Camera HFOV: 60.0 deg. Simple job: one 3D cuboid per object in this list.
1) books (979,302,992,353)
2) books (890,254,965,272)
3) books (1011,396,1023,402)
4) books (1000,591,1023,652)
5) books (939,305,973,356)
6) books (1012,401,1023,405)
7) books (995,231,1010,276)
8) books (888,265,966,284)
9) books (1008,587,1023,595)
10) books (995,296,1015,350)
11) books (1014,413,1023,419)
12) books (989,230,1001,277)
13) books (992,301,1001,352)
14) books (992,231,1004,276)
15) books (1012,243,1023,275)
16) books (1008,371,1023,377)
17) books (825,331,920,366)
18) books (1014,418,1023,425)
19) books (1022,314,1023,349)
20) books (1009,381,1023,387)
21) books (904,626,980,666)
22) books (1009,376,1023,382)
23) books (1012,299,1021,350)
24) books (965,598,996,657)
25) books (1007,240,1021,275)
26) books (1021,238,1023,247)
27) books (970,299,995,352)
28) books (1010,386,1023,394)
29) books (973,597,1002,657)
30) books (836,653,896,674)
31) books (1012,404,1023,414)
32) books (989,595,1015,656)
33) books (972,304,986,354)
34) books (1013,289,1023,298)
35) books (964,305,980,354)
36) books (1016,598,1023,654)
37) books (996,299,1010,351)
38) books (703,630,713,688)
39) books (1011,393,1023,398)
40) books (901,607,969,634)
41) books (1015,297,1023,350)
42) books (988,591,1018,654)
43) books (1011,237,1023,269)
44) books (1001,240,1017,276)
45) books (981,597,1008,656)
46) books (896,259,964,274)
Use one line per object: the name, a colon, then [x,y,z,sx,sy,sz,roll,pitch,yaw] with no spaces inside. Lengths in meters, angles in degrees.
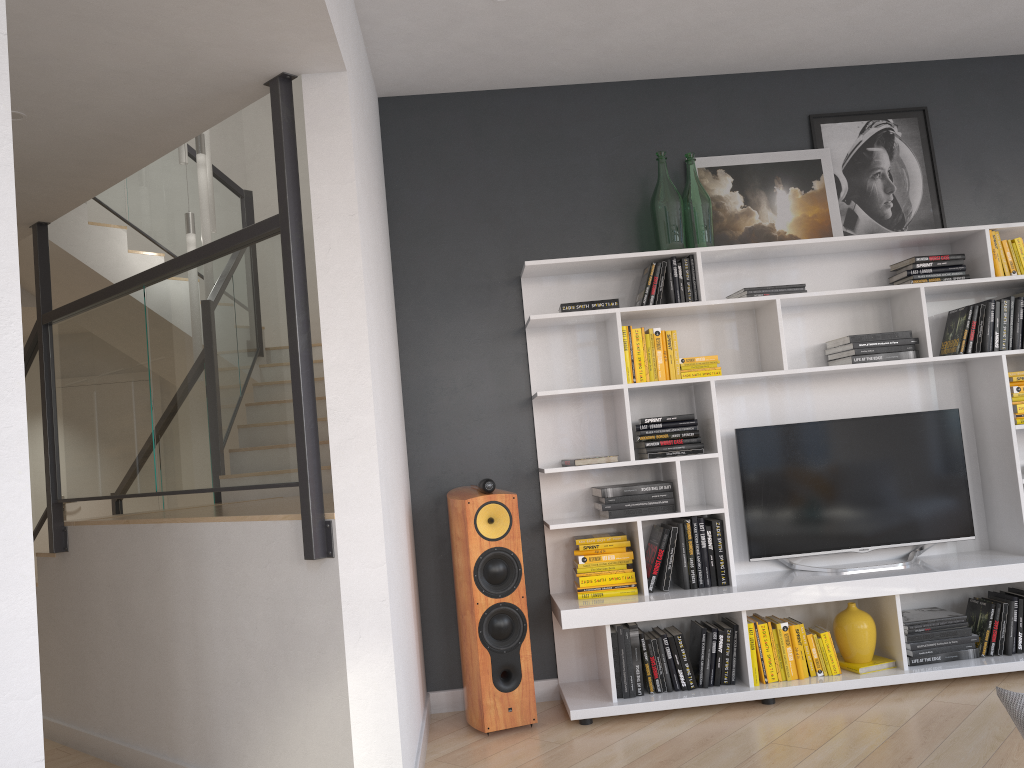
books: [2.242,-0.261,4.261,0.069,0.242,0.172,-5,-4,-3]
books: [2.021,-0.591,4.323,0.266,0.030,0.209,-4,-4,-10]
books: [2.491,0.070,4.294,0.217,0.023,0.145,-5,-4,1]
books: [2.329,1.095,4.103,0.084,0.249,0.191,-5,-4,-3]
books: [2.142,-0.248,4.277,0.104,0.234,0.182,-5,-4,-3]
books: [2.501,0.088,4.313,0.251,0.014,0.189,-5,-4,0]
books: [2.327,-0.612,4.300,0.054,0.224,0.164,-5,-4,-4]
books: [2.025,-0.535,4.335,0.284,0.030,0.214,-5,-4,0]
books: [2.362,1.088,4.106,0.066,0.260,0.197,-5,-4,-3]
books: [2.360,-0.279,4.295,0.066,0.260,0.197,-5,-4,-3]
books: [2.509,0.148,4.290,0.257,0.024,0.203,-5,-4,0]
books: [2.275,-0.611,4.269,0.041,0.229,0.161,-5,-4,-5]
books: [2.290,-0.264,4.284,0.068,0.243,0.179,-5,-4,-5]
books: [2.297,-0.610,4.289,0.041,0.224,0.163,-5,-4,-5]
books: [2.401,-0.588,4.261,0.046,0.161,0.108,-5,-4,-5]
books: [2.493,-0.048,4.340,0.223,0.023,0.163,-5,-4,1]
books: [1.733,-0.162,4.281,0.343,0.137,0.277,-5,-4,-8]
books: [2.515,0.172,4.280,0.257,0.028,0.194,-5,-4,2]
books: [2.432,-0.279,4.284,0.071,0.243,0.179,-5,-4,-5]
books: [2.500,-0.003,4.317,0.227,0.022,0.160,-6,-4,12]
books: [1.921,1.188,4.100,0.343,0.137,0.277,-5,-4,-8]
books: [2.506,-0.027,4.316,0.223,0.023,0.163,-5,-4,1]
books: [2.384,-0.273,4.267,0.069,0.242,0.172,-5,-4,-3]
books: [2.144,1.119,4.088,0.104,0.234,0.182,-5,-4,-3]
books: [2.382,-0.595,4.272,0.044,0.178,0.128,-5,-4,-4]
books: [2.445,-0.603,4.288,0.044,0.184,0.142,-5,-4,-3]
books: [2.263,-0.268,4.289,0.075,0.254,0.192,-5,-4,-4]
books: [2.509,0.024,4.314,0.239,0.033,0.176,-5,-4,0]
books: [2.178,1.118,4.095,0.096,0.234,0.187,-5,-4,-3]
books: [1.581,1.271,4.059,0.204,0.029,0.270,-4,-4,-18]
books: [2.507,0.115,4.297,0.243,0.042,0.189,-5,-4,-3]
books: [2.244,1.106,4.073,0.069,0.242,0.172,-5,-4,-3]
books: [2.207,-0.254,4.271,0.081,0.233,0.169,-5,-4,-4]
books: [2.595,-0.323,4.336,0.128,0.321,0.259,-5,-4,-3]
books: [2.175,-0.249,4.283,0.096,0.234,0.187,-5,-4,-3]
books: [2.293,1.103,4.096,0.068,0.243,0.179,-5,-4,-5]
books: [2.327,-0.272,4.291,0.084,0.249,0.191,-5,-4,-3]
books: [0.863,1.227,3.997,0.069,0.242,0.172,-5,-4,-3]
books: [2.500,0.051,4.313,0.239,0.019,0.171,-5,-4,-3]
books: [1.905,1.099,4.128,0.310,0.047,0.250,-5,-4,-8]
books: [2.405,-0.281,4.295,0.075,0.254,0.192,-5,-4,-4]
books: [2.265,1.099,4.101,0.075,0.254,0.192,-5,-4,-4]
books: [2.423,-0.602,4.278,0.064,0.184,0.141,-5,-4,-3]
books: [2.361,-0.593,4.278,0.054,0.180,0.132,-5,-4,-3]
books: [2.209,1.114,4.083,0.081,0.233,0.169,-5,-4,-4]
books: [2.027,-0.565,4.310,0.246,0.026,0.180,-5,-4,-1]
